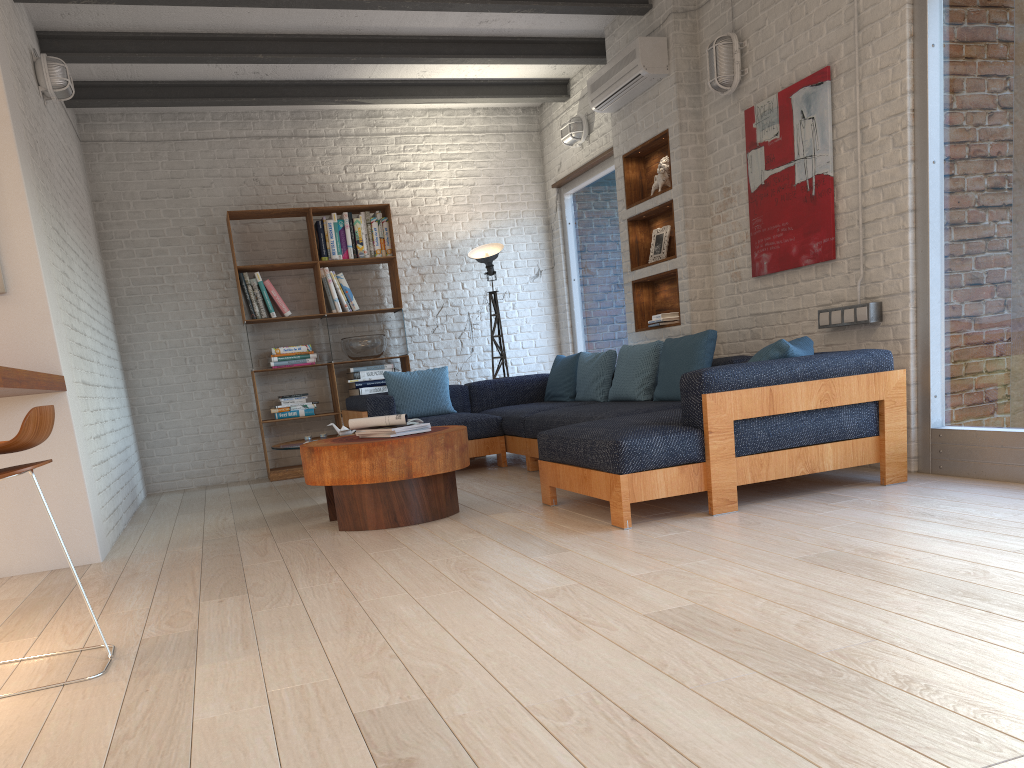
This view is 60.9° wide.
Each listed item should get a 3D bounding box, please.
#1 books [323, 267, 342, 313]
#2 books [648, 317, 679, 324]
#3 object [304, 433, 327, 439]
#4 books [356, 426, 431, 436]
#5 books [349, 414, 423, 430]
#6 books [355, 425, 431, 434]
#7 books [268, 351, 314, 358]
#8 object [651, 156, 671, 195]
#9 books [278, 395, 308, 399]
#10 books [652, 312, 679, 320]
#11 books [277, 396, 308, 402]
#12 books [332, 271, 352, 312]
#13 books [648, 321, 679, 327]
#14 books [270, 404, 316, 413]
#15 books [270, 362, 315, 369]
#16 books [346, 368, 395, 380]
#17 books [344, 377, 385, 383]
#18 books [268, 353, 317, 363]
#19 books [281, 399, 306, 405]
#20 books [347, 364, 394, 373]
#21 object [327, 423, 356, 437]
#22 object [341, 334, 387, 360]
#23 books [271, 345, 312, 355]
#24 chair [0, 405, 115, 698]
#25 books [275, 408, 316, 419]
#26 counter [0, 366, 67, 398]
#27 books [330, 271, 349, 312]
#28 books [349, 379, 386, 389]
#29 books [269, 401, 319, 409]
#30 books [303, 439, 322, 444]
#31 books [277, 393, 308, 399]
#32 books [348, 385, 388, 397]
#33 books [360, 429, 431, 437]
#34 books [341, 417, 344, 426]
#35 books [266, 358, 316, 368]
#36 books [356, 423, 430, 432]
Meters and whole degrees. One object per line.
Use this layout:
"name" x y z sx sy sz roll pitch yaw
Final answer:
"books" -1.550 -0.790 7.470 0.102 0.393 0.239 -10 9 -19
"books" 1.102 -0.457 6.238 0.170 0.019 0.233 -6 1 -16
"object" -1.257 0.338 5.830 0.296 0.028 0.068 -7 3 -40
"books" -0.634 0.252 4.665 0.319 0.011 0.247 -5 2 41
"books" -0.672 0.221 4.702 0.323 0.111 0.266 -6 3 14
"books" -0.635 0.242 4.645 0.319 0.011 0.247 -5 2 41
"books" -1.892 -0.247 7.457 0.353 0.021 0.269 -7 1 -20
"object" 1.035 -1.433 6.035 0.112 0.249 0.211 -8 7 -11
"books" -1.896 0.116 7.528 0.241 0.008 0.154 -6 1 -18
"books" 1.098 -0.484 6.240 0.132 0.034 0.202 -6 1 -9
"books" -1.903 0.130 7.535 0.234 0.019 0.169 -7 1 -25
"books" -1.484 -0.781 7.514 0.123 0.357 0.267 -9 8 -19
"books" 1.093 -0.430 6.253 0.162 0.017 0.248 -6 1 -9
"books" -1.896 0.211 7.529 0.377 0.037 0.241 -7 1 -18
"books" -1.880 -0.153 7.469 0.353 0.021 0.269 -7 1 -18
"books" -1.247 -0.085 7.702 0.376 0.066 0.242 -7 2 -24
"books" -1.245 -0.042 7.691 0.441 0.021 0.268 -6 1 -18
"books" -1.881 -0.219 7.444 0.375 0.037 0.242 -7 1 -24
"books" -1.892 0.156 7.535 0.204 0.034 0.131 -7 2 -18
"books" -1.255 -0.136 7.686 0.377 0.037 0.241 -7 1 -18
"object" -1.088 0.290 5.697 0.187 0.093 0.190 -6 3 7
"object" -1.293 -0.314 7.659 0.405 0.206 0.391 -5 4 23
"books" -1.888 -0.287 7.450 0.324 0.057 0.251 -7 2 -16
"chair" -1.446 0.468 2.497 0.419 0.794 0.396 -9 10 -18
"books" -1.869 0.255 7.537 0.325 0.057 0.250 -6 2 -8
"counter" -2.483 0.495 2.841 1.673 0.940 2.465 -7 3 -19
"books" -1.501 -0.779 7.499 0.123 0.357 0.267 -9 8 -19
"books" -1.252 -0.002 7.682 0.323 0.057 0.252 -7 2 -23
"books" -1.881 0.181 7.519 0.375 0.019 0.242 -7 1 -25
"books" -1.087 0.339 5.276 0.318 0.011 0.248 -6 1 -5
"books" -1.890 0.102 7.513 0.250 0.017 0.160 -7 1 -18
"books" -1.224 0.057 7.713 0.374 0.066 0.243 -7 2 -31
"books" -0.625 0.263 4.654 0.248 0.011 0.317 -7 1 -39
"books" -1.485 0.481 7.701 0.036 0.393 0.239 -10 9 -19
"books" -1.890 -0.181 7.455 0.376 0.037 0.242 -7 1 -23
"books" -0.634 0.231 4.634 0.248 0.011 0.318 -7 2 -44
